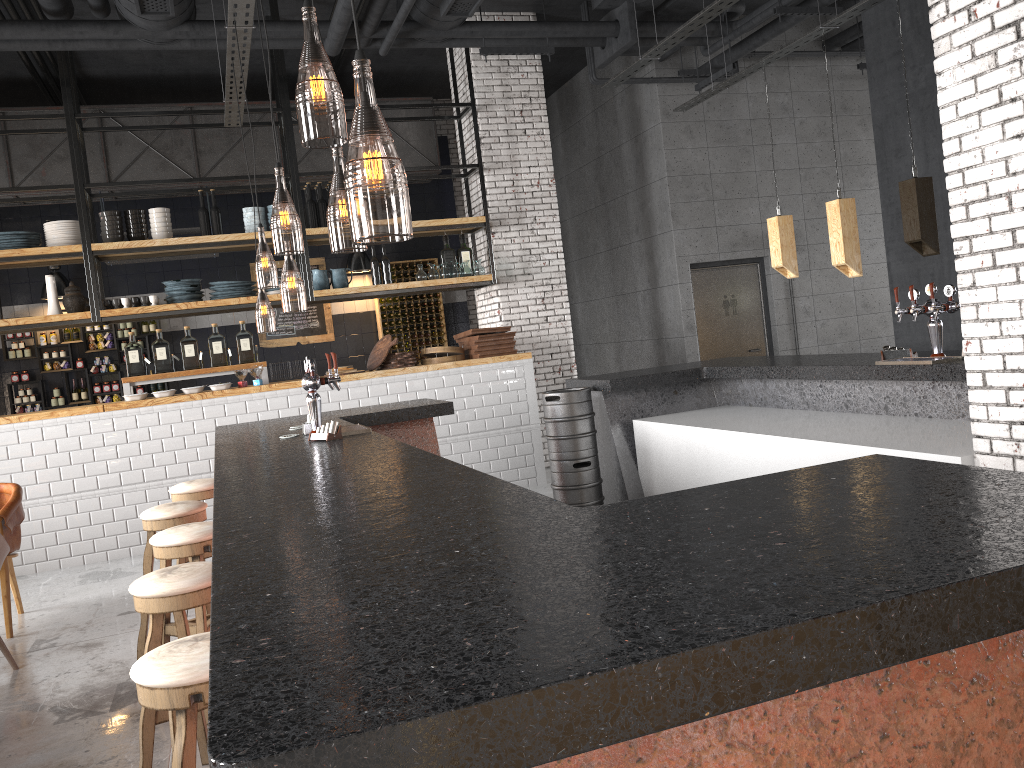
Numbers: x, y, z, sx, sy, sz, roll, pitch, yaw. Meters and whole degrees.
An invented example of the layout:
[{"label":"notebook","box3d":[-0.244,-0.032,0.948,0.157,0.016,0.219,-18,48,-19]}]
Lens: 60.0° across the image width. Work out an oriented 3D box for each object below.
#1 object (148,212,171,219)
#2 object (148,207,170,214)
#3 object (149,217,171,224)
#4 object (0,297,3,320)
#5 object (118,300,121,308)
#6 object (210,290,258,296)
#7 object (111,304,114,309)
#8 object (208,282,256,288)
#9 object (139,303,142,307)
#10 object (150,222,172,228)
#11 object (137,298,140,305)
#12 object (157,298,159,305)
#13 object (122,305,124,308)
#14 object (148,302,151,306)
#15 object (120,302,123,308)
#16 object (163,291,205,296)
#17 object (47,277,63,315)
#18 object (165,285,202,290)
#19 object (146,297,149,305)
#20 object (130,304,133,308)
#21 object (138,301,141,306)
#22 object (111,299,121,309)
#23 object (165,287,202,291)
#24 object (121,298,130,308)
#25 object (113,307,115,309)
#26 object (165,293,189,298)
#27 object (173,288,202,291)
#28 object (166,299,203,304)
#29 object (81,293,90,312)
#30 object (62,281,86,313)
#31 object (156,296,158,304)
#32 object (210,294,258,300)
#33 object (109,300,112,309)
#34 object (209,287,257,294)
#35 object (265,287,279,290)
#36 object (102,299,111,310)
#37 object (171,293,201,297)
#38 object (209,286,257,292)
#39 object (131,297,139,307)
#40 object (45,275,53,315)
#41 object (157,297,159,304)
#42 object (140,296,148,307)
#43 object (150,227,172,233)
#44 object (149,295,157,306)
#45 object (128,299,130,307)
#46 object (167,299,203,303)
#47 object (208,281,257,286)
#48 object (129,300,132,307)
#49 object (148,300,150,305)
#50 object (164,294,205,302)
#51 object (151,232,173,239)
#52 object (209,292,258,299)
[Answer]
[{"label":"object","box3d":[-3.333,-1.559,8.400,0.197,0.100,0.196,-8,3,-22]},{"label":"object","box3d":[-3.339,-1.604,8.402,0.197,0.103,0.196,-9,4,-40]},{"label":"object","box3d":[-3.330,-1.515,8.404,0.196,0.103,0.196,-7,3,-2]},{"label":"object","box3d":[-4.720,-0.783,8.084,0.098,0.471,0.098,-8,2,-41]},{"label":"object","box3d":[-3.638,-0.727,8.179,0.072,0.097,0.072,-8,3,-32]},{"label":"object","box3d":[-2.698,-0.874,8.602,0.453,0.050,0.454,-7,3,2]},{"label":"object","box3d":[-3.748,-0.718,8.266,0.072,0.097,0.072,-8,3,-30]},{"label":"object","box3d":[-2.708,-0.944,8.598,0.454,0.048,0.454,-6,3,9]},{"label":"object","box3d":[-3.561,-0.750,8.452,0.072,0.097,0.072,-6,2,26]},{"label":"object","box3d":[-3.321,-1.472,8.401,0.196,0.104,0.197,-6,3,17]},{"label":"object","box3d":[-3.487,-0.747,8.230,0.072,0.097,0.072,-6,2,10]},{"label":"object","box3d":[-3.414,-0.770,8.501,0.072,0.097,0.072,-7,2,-18]},{"label":"object","box3d":[-3.712,-0.730,8.401,0.072,0.097,0.072,-7,2,0]},{"label":"object","box3d":[-3.488,-0.760,8.476,0.072,0.097,0.072,-5,3,39]},{"label":"object","box3d":[-3.675,-0.728,8.290,0.072,0.097,0.072,-6,2,14]},{"label":"object","box3d":[-3.126,-0.858,8.459,0.372,0.071,0.373,-7,3,-6]},{"label":"object","box3d":[-4.158,-0.791,8.037,0.132,0.360,0.127,-6,2,7]},{"label":"object","box3d":[-3.134,-0.903,8.459,0.335,0.052,0.334,-7,3,-1]},{"label":"object","box3d":[-3.414,-0.757,8.254,0.072,0.097,0.072,-5,3,31]},{"label":"object","box3d":[-3.638,-0.740,8.426,0.072,0.097,0.072,-8,3,-29]},{"label":"object","box3d":[-3.524,-0.748,8.341,0.072,0.097,0.072,-6,2,11]},{"label":"object","box3d":[-3.601,-0.725,8.068,0.072,0.097,0.072,-7,2,4]},{"label":"object","box3d":[-3.132,-0.888,8.459,0.334,0.052,0.334,-6,3,20]},{"label":"object","box3d":[-3.527,-0.735,8.093,0.072,0.097,0.072,-6,2,22]},{"label":"object","box3d":[-3.785,-0.720,8.377,0.072,0.097,0.072,-6,2,6]},{"label":"object","box3d":[-3.127,-0.836,8.459,0.335,0.045,0.334,-8,3,-22]},{"label":"object","box3d":[-3.131,-0.874,8.458,0.335,0.039,0.335,-8,3,-19]},{"label":"object","box3d":[-3.119,-0.771,8.461,0.334,0.033,0.335,-4,4,41]},{"label":"object","box3d":[-4.033,-0.746,8.303,0.203,0.212,0.203,-6,2,19]},{"label":"object","box3d":[-4.006,-0.787,8.102,0.196,0.305,0.196,-6,2,19]},{"label":"object","box3d":[-3.340,-0.767,8.279,0.072,0.097,0.072,-7,2,-14]},{"label":"object","box3d":[-2.694,-0.826,8.603,0.455,0.033,0.454,-9,4,-36]},{"label":"object","box3d":[-3.711,-0.717,8.155,0.072,0.097,0.072,-7,2,-19]},{"label":"object","box3d":[-2.703,-0.898,8.599,0.453,0.062,0.453,-5,3,26]},{"label":"object","box3d":[-2.310,-0.935,8.731,0.263,0.032,0.264,-5,3,30]},{"label":"object","box3d":[-3.674,-0.716,8.044,0.072,0.097,0.072,-6,2,5]},{"label":"object","box3d":[-3.127,-0.823,8.460,0.334,0.051,0.335,-6,3,12]},{"label":"object","box3d":[-2.703,-0.922,8.599,0.452,0.065,0.455,-5,4,35]},{"label":"object","box3d":[-3.450,-0.746,8.119,0.072,0.097,0.072,-7,2,2]},{"label":"object","box3d":[-4.241,-0.805,8.168,0.126,0.394,0.127,-6,2,22]},{"label":"object","box3d":[-3.377,-0.768,8.390,0.072,0.097,0.072,-7,2,-19]},{"label":"object","box3d":[-3.377,-0.755,8.143,0.072,0.097,0.072,-7,2,-9]},{"label":"object","box3d":[-3.319,-1.427,8.401,0.197,0.104,0.196,-9,4,-42]},{"label":"object","box3d":[-3.303,-0.765,8.168,0.072,0.097,0.072,-6,2,14]},{"label":"object","box3d":[-3.564,-0.737,8.204,0.072,0.097,0.072,-7,2,-17]},{"label":"object","box3d":[-3.120,-0.784,8.459,0.335,0.046,0.334,-9,3,-33]},{"label":"object","box3d":[-2.708,-0.969,8.599,0.453,0.062,0.454,-7,3,-3]},{"label":"object","box3d":[-3.601,-0.738,8.315,0.072,0.097,0.072,-8,3,-30]},{"label":"object","box3d":[-3.451,-0.758,8.365,0.072,0.097,0.072,-7,2,-10]},{"label":"object","box3d":[-3.125,-0.806,8.462,0.373,0.067,0.372,-9,4,-37]},{"label":"object","box3d":[-3.311,-1.384,8.403,0.197,0.105,0.196,-9,4,-40]},{"label":"object","box3d":[-2.697,-0.850,8.602,0.454,0.042,0.454,-9,4,-43]}]
